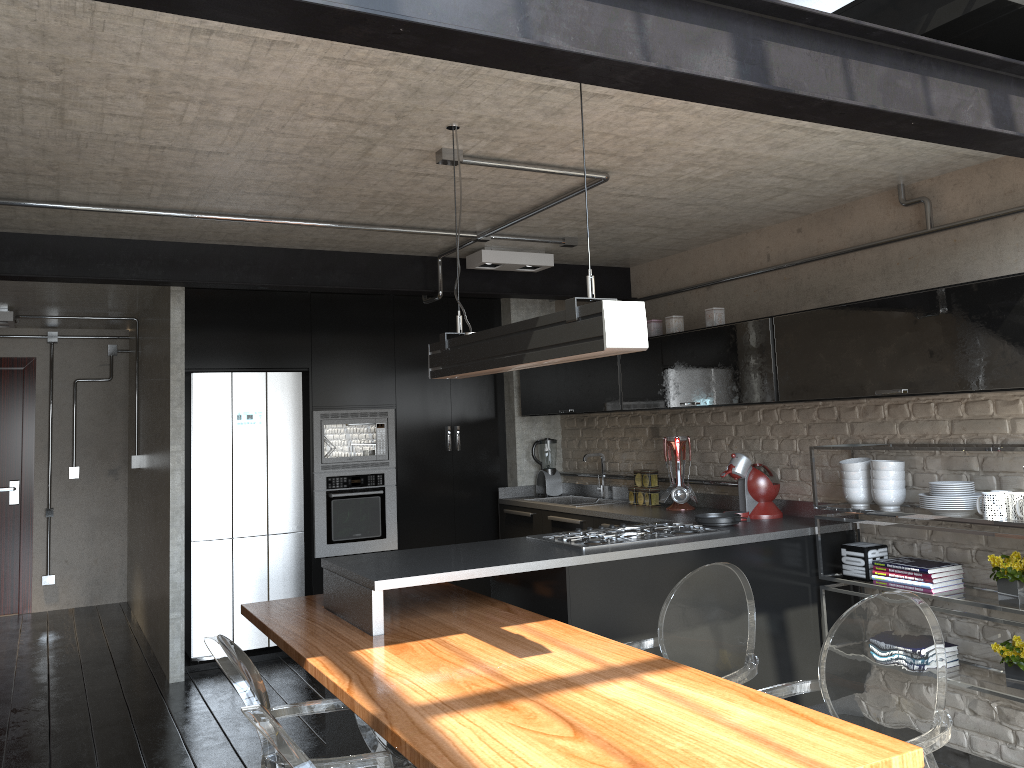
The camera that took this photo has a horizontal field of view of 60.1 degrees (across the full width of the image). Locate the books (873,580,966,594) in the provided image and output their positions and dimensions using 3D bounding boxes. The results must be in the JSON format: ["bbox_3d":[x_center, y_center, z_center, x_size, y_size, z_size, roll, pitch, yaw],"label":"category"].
[{"bbox_3d":[1.740,0.855,3.789,0.211,0.021,0.291,-1,-3,-28],"label":"books"}]

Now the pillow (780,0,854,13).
[{"bbox_3d":[0.687,-1.564,4.682,1.144,0.737,2.126,0,-4,-30],"label":"pillow"}]

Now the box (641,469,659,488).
[{"bbox_3d":[0.854,0.586,5.466,0.081,0.111,0.080,1,-6,-33],"label":"box"}]

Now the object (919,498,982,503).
[{"bbox_3d":[1.814,0.485,3.644,0.251,0.031,0.251,-4,-3,31],"label":"object"}]

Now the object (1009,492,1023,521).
[{"bbox_3d":[1.952,0.466,3.384,0.108,0.101,0.082,1,-6,-38],"label":"object"}]

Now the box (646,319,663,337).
[{"bbox_3d":[0.846,-0.325,5.269,0.081,0.111,0.080,0,-6,-28],"label":"box"}]

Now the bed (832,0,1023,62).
[{"bbox_3d":[0.029,-1.291,4.546,2.694,0.846,4.456,-1,-3,-28],"label":"bed"}]

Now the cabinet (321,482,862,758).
[{"bbox_3d":[-0.034,1.184,4.865,2.431,1.011,2.732,-1,-3,-28],"label":"cabinet"}]

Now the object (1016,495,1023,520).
[{"bbox_3d":[1.939,0.462,3.291,0.083,0.101,0.108,-3,-4,6],"label":"object"}]

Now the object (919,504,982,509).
[{"bbox_3d":[1.815,0.510,3.642,0.251,0.031,0.251,-4,-3,31],"label":"object"}]

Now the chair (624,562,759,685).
[{"bbox_3d":[0.562,1.106,2.909,0.589,0.946,0.537,3,-7,-43],"label":"chair"}]

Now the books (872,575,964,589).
[{"bbox_3d":[1.733,0.835,3.788,0.211,0.021,0.291,-1,-3,-28],"label":"books"}]

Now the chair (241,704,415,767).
[{"bbox_3d":[-0.233,1.087,1.770,0.590,0.946,0.537,0,-6,-28],"label":"chair"}]

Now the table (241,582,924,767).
[{"bbox_3d":[-0.129,1.235,2.826,0.927,0.737,2.659,0,-3,-28],"label":"table"}]

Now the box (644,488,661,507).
[{"bbox_3d":[0.860,0.694,5.423,0.081,0.111,0.080,-1,-5,-18],"label":"box"}]

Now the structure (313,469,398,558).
[{"bbox_3d":[-1.160,0.891,6.251,0.581,0.561,0.482,0,-5,-28],"label":"structure"}]

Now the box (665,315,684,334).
[{"bbox_3d":[0.938,-0.336,5.101,0.081,0.111,0.080,0,-6,-28],"label":"box"}]

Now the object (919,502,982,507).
[{"bbox_3d":[1.815,0.502,3.643,0.251,0.031,0.251,-4,-3,31],"label":"object"}]

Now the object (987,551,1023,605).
[{"bbox_3d":[1.942,0.744,3.427,0.175,0.193,0.181,-2,-5,-6],"label":"object"}]

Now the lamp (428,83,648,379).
[{"bbox_3d":[0.004,-0.493,2.613,0.125,0.896,1.082,1,-5,-28],"label":"lamp"}]

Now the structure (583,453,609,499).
[{"bbox_3d":[0.561,0.635,6.104,0.177,0.313,0.089,1,-7,-28],"label":"structure"}]

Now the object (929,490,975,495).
[{"bbox_3d":[1.814,0.454,3.647,0.171,0.030,0.170,-1,-3,-23],"label":"object"}]

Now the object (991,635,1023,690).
[{"bbox_3d":[1.958,1.062,3.388,0.182,0.193,0.174,-1,-5,-16],"label":"object"}]

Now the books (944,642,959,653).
[{"bbox_3d":[1.724,1.111,3.787,0.201,0.023,0.277,-1,-3,-19],"label":"books"}]

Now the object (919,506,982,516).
[{"bbox_3d":[1.815,0.518,3.641,0.251,0.031,0.251,-4,-3,31],"label":"object"}]

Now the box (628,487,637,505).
[{"bbox_3d":[0.783,0.704,5.568,0.081,0.111,0.080,0,-5,-23],"label":"box"}]

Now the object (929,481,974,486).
[{"bbox_3d":[1.813,0.420,3.651,0.171,0.030,0.170,-1,-3,-23],"label":"object"}]

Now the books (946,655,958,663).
[{"bbox_3d":[1.718,1.154,3.778,0.201,0.023,0.277,-1,-3,-34],"label":"books"}]

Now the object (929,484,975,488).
[{"bbox_3d":[1.813,0.428,3.650,0.171,0.030,0.170,-1,-3,-23],"label":"object"}]

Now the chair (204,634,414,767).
[{"bbox_3d":[-0.505,1.123,2.347,0.590,0.946,0.537,-1,-6,-18],"label":"chair"}]

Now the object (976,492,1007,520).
[{"bbox_3d":[1.864,0.472,3.434,0.083,0.101,0.108,-3,-4,6],"label":"object"}]

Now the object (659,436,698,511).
[{"bbox_3d":[0.969,0.521,5.181,0.211,0.429,0.201,-1,-6,-13],"label":"object"}]

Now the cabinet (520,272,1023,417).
[{"bbox_3d":[1.120,-0.084,4.905,0.399,0.424,3.874,0,-3,-28],"label":"cabinet"}]

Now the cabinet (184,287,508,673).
[{"bbox_3d":[-1.174,0.556,6.346,2.319,2.490,0.550,0,-6,-27],"label":"cabinet"}]

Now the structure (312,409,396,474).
[{"bbox_3d":[-1.188,0.403,6.320,0.581,0.423,0.446,0,-5,-28],"label":"structure"}]

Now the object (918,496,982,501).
[{"bbox_3d":[1.814,0.477,3.645,0.251,0.031,0.251,-4,-3,31],"label":"object"}]

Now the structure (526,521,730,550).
[{"bbox_3d":[0.537,0.692,4.119,0.811,0.026,0.499,-1,-3,-28],"label":"structure"}]

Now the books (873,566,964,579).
[{"bbox_3d":[1.743,0.796,3.798,0.211,0.021,0.291,-1,-3,-27],"label":"books"}]

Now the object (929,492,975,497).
[{"bbox_3d":[1.814,0.463,3.646,0.171,0.030,0.170,-1,-3,-23],"label":"object"}]

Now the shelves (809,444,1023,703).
[{"bbox_3d":[1.831,0.719,3.623,0.288,0.932,1.244,1,-5,-28],"label":"shelves"}]

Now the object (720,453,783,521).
[{"bbox_3d":[1.250,0.528,4.607,0.349,0.343,0.219,2,-7,-43],"label":"object"}]

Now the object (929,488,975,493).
[{"bbox_3d":[1.814,0.446,3.648,0.171,0.030,0.170,-1,-3,-23],"label":"object"}]

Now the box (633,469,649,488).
[{"bbox_3d":[0.814,0.591,5.540,0.080,0.111,0.081,-6,-6,37],"label":"box"}]

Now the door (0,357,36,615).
[{"bbox_3d":[-4.730,0.882,7.566,1.133,2.230,0.194,1,-7,-28],"label":"door"}]

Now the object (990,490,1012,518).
[{"bbox_3d":[1.928,0.472,3.488,0.083,0.101,0.108,-3,-4,6],"label":"object"}]

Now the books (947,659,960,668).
[{"bbox_3d":[1.723,1.175,3.778,0.201,0.023,0.277,-1,-3,-28],"label":"books"}]

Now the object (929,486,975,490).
[{"bbox_3d":[1.813,0.437,3.649,0.171,0.030,0.170,-1,-3,-23],"label":"object"}]

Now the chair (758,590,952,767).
[{"bbox_3d":[0.898,1.067,2.336,0.589,0.946,0.537,1,-6,-33],"label":"chair"}]

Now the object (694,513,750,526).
[{"bbox_3d":[1.018,0.669,4.334,0.227,0.050,0.309,-2,-3,1],"label":"object"}]

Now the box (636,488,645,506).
[{"bbox_3d":[0.826,0.699,5.494,0.081,0.111,0.080,1,-6,-33],"label":"box"}]

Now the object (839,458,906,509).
[{"bbox_3d":[1.637,0.447,4.014,0.150,0.218,0.308,1,-5,-31],"label":"object"}]

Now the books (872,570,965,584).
[{"bbox_3d":[1.739,0.815,3.793,0.211,0.021,0.291,-1,-3,-30],"label":"books"}]

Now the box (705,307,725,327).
[{"bbox_3d":[1.101,-0.356,4.799,0.081,0.111,0.080,0,-6,-28],"label":"box"}]

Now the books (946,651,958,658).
[{"bbox_3d":[1.721,1.133,3.782,0.201,0.023,0.277,-1,-3,-30],"label":"books"}]

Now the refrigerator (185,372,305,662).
[{"bbox_3d":[-1.812,0.846,5.959,0.723,1.836,0.495,1,-7,-28],"label":"refrigerator"}]

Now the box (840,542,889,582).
[{"bbox_3d":[1.603,0.805,4.019,0.150,0.151,0.149,0,-5,-28],"label":"box"}]

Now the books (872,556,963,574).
[{"bbox_3d":[1.737,0.777,3.798,0.211,0.021,0.291,-1,-3,-25],"label":"books"}]

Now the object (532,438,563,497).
[{"bbox_3d":[0.245,0.609,6.495,0.223,0.426,0.161,1,-6,-28],"label":"object"}]

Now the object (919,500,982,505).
[{"bbox_3d":[1.814,0.494,3.644,0.251,0.031,0.251,-4,-3,31],"label":"object"}]

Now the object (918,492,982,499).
[{"bbox_3d":[1.814,0.469,3.646,0.251,0.031,0.251,-4,-3,31],"label":"object"}]
